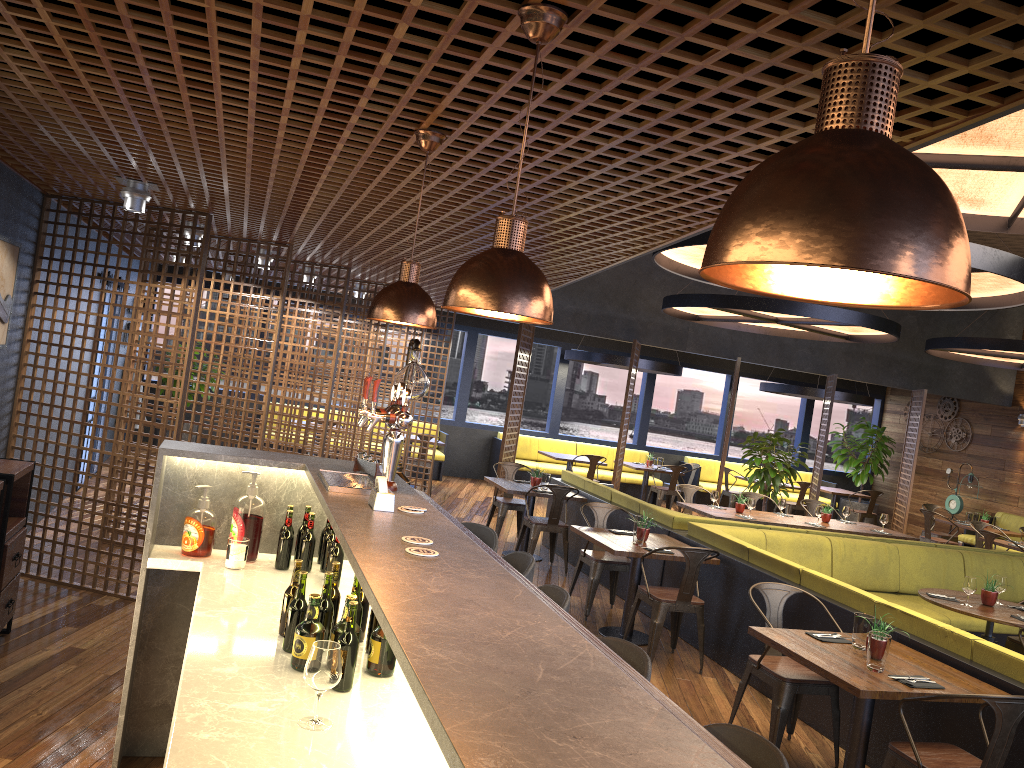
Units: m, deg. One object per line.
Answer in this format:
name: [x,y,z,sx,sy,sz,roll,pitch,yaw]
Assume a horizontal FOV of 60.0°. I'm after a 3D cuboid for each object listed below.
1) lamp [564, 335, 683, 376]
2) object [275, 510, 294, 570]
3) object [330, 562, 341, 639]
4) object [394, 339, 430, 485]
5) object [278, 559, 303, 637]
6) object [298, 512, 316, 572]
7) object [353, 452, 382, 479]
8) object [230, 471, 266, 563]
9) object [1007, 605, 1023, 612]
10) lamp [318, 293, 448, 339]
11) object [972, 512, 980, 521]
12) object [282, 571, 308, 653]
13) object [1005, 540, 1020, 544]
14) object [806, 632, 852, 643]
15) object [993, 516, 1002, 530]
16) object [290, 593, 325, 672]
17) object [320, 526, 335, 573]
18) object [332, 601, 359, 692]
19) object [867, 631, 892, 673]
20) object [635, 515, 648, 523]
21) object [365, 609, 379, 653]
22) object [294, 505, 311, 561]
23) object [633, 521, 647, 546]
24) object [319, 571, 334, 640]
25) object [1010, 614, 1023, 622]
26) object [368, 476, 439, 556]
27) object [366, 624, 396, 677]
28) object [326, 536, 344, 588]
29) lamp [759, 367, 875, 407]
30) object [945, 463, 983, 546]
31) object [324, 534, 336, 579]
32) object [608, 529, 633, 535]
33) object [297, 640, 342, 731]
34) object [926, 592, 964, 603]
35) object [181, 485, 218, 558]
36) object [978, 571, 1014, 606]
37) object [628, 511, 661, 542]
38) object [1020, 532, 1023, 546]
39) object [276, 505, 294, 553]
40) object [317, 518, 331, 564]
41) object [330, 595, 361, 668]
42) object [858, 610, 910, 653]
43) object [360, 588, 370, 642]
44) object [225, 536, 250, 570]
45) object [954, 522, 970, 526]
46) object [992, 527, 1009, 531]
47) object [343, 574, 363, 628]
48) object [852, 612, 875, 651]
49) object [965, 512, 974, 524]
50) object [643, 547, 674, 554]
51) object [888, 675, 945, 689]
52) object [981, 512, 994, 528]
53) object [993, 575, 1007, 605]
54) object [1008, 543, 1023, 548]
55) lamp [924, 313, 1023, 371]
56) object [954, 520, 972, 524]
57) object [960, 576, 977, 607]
lamp: [2.020,-1.349,14.909,1.979,2.172,1.979,9,0,28]
object: [-0.968,0.667,3.801,0.063,0.254,0.063,8,0,-30]
object: [-0.610,0.726,2.988,0.063,0.254,0.063,9,1,45]
object: [-0.669,0.193,5.383,0.263,0.944,0.566,8,0,-25]
object: [-0.726,0.709,2.942,0.063,0.254,0.063,9,0,25]
object: [-0.878,0.681,3.818,0.063,0.254,0.063,8,0,-25]
object: [-0.588,0.343,3.767,0.091,0.091,0.177,8,1,-42]
object: [-1.143,0.573,3.851,0.133,0.385,0.133,9,0,22]
object: [3.817,1.673,6.612,0.255,0.019,0.157,8,0,-15]
lamp: [-1.829,-1.921,13.695,1.979,2.172,1.979,8,0,-11]
object: [6.925,2.014,13.245,0.102,0.178,0.102,9,0,18]
object: [-0.676,0.718,2.800,0.063,0.254,0.063,9,0,35]
object: [6.525,2.046,11.463,0.157,0.019,0.255,8,0,-18]
object: [1.734,1.368,4.800,0.255,0.019,0.157,8,0,-18]
object: [7.131,2.046,13.042,0.102,0.178,0.102,9,0,18]
object: [-0.606,0.744,2.664,0.088,0.224,0.088,9,0,27]
object: [-0.789,0.694,3.869,0.063,0.254,0.063,9,1,45]
object: [-0.472,0.750,2.544,0.063,0.254,0.063,8,0,-30]
object: [1.766,1.296,4.283,0.102,0.178,0.102,9,0,18]
object: [1.047,1.168,7.241,0.102,0.178,0.102,8,0,-32]
object: [-0.432,0.753,2.903,0.063,0.254,0.063,9,1,45]
object: [-0.931,0.672,3.979,0.063,0.254,0.063,9,0,25]
object: [0.985,1.161,6.870,0.102,0.178,0.102,8,0,-32]
object: [-0.603,0.728,2.840,0.063,0.254,0.063,9,0,10]
object: [3.600,1.643,6.191,0.157,0.019,0.255,8,0,-11]
object: [-0.283,0.389,2.712,0.200,0.106,0.766,8,0,-17]
object: [-0.390,0.776,2.719,0.088,0.224,0.088,8,0,-23]
object: [-0.719,0.706,3.625,0.063,0.254,0.063,9,1,45]
lamp: [5.653,-0.812,16.056,1.979,2.172,1.979,8,0,-32]
object: [7.968,2.201,15.755,0.459,1.615,0.848,8,0,-17]
object: [-0.744,0.701,3.742,0.063,0.254,0.063,9,0,10]
object: [0.941,1.232,7.377,0.255,0.019,0.157,8,0,-18]
object: [-0.491,0.773,2.282,0.097,0.206,0.097,9,0,14]
object: [3.222,1.584,6.588,0.255,0.019,0.157,9,0,15]
object: [-1.341,0.586,3.828,0.133,0.301,0.133,8,0,-12]
object: [3.531,1.500,6.550,0.238,0.271,0.260,9,0,4]
object: [1.067,1.125,7.095,0.260,0.271,0.238,8,0,-16]
object: [6.448,1.956,11.148,0.102,0.178,0.102,8,0,-32]
object: [-0.998,0.662,3.927,0.063,0.254,0.063,8,0,-25]
object: [-0.832,0.687,4.008,0.063,0.254,0.063,9,1,45]
object: [-0.506,0.759,2.712,0.088,0.224,0.088,9,0,12]
object: [1.856,1.261,4.491,0.238,0.271,0.260,9,0,4]
object: [-0.512,0.741,3.001,0.063,0.254,0.063,8,0,-20]
object: [-1.150,0.707,3.707,0.088,0.123,0.088,8,0,-12]
object: [6.609,2.048,13.014,0.157,0.019,0.255,8,0,-18]
object: [7.254,2.144,13.138,0.157,0.019,0.255,8,0,-18]
object: [-0.516,0.741,2.876,0.063,0.254,0.063,8,0,-15]
object: [1.841,1.305,4.663,0.102,0.178,0.102,8,0,-32]
object: [6.755,1.989,13.110,0.102,0.178,0.102,8,0,-32]
object: [1.097,1.260,6.759,0.255,0.019,0.157,8,0,-18]
object: [1.891,1.396,4.181,0.255,0.019,0.157,8,0,-18]
object: [6.962,1.974,13.050,0.238,0.271,0.260,9,0,4]
object: [3.689,1.558,6.710,0.097,0.206,0.097,9,0,21]
object: [6.301,2.015,11.052,0.157,0.019,0.255,8,0,-18]
lamp: [7.154,-0.941,11.899,2.778,1.362,2.778,9,0,37]
object: [6.818,2.077,13.381,0.255,0.019,0.157,8,0,-18]
object: [3.312,1.503,6.431,0.097,0.206,0.097,9,0,24]
